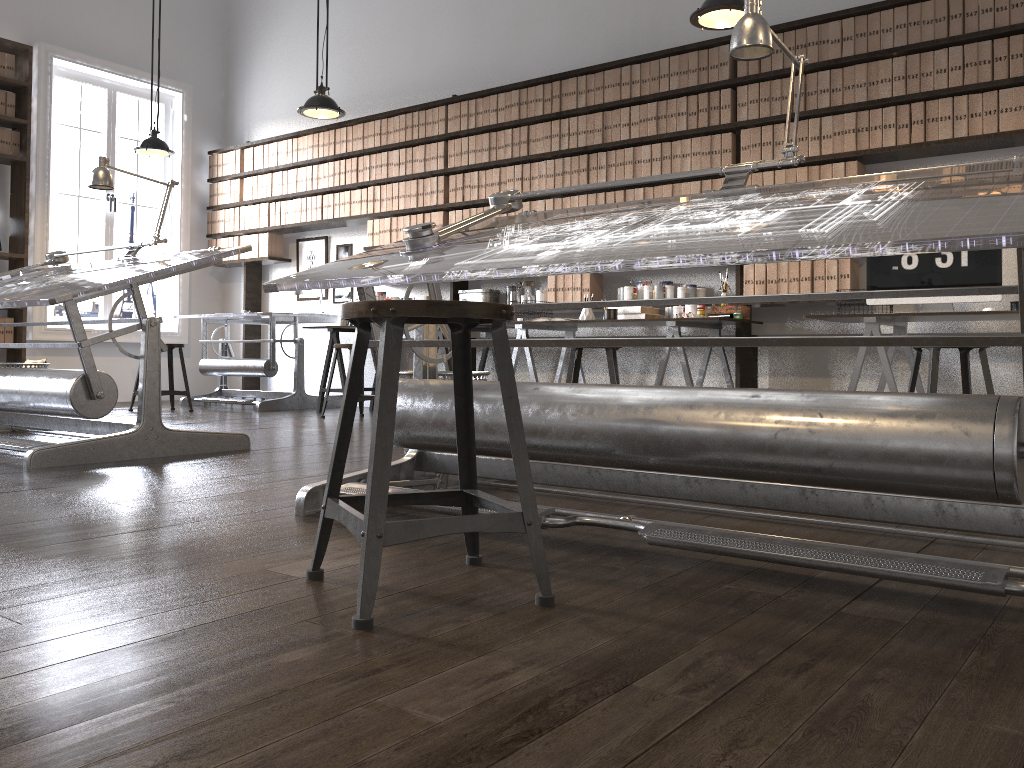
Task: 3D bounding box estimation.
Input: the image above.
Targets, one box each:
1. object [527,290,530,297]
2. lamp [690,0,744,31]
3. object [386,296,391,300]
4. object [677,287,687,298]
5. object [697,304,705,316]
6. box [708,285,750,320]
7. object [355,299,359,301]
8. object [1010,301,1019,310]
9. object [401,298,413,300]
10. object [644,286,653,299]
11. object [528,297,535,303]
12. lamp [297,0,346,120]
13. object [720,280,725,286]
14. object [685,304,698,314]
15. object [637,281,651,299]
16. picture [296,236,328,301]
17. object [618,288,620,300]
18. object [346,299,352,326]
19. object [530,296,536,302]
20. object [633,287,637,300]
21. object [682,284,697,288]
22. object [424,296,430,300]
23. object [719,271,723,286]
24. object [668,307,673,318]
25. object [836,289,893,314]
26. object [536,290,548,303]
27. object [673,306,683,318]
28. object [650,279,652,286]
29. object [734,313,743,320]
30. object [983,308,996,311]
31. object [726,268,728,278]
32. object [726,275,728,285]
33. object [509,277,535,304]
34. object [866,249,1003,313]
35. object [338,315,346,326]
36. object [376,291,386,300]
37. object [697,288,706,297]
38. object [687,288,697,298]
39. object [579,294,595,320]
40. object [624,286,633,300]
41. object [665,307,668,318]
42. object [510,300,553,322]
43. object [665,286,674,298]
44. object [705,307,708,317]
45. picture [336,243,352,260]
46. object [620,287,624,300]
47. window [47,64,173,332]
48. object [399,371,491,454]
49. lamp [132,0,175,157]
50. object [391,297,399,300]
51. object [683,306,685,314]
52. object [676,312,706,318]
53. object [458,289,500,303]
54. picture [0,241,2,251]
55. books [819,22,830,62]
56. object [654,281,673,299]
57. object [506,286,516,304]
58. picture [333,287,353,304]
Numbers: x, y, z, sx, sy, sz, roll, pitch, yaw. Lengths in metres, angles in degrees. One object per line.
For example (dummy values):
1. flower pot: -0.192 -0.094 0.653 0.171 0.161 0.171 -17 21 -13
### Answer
1. object: 0.131 -0.621 6.423 0.041 0.125 0.008 0 -1 25
2. lamp: 0.997 -2.829 4.158 0.312 2.255 0.310 1 -2 -29
3. object: -1.023 -0.656 7.348 0.050 0.140 0.051 0 -1 34
4. object: 1.087 -0.568 5.653 0.062 0.096 0.062 1 -1 -21
5. object: 1.138 -0.432 5.327 0.049 0.112 0.049 0 -1 40
6. box: 1.286 -0.482 5.250 0.212 0.207 0.137 1 0 37
7. object: -1.255 -0.570 7.152 0.069 0.238 0.068 0 -1 34
8. object: 2.543 -0.406 4.427 0.096 0.142 0.091 0 -1 16
9. object: -0.865 -0.642 7.281 0.094 0.128 0.095 1 0 -23
10. object: 0.894 -0.584 5.808 0.062 0.119 0.062 0 -1 5
11. object: 0.187 -0.593 6.449 0.181 0.093 0.062 0 0 -39
12. lamp: -1.237 -2.895 5.822 0.311 2.255 0.312 0 -1 16
13. object: 1.260 -0.543 5.279 0.038 0.153 0.008 1 -1 -4
14. object: 1.108 -0.449 5.398 0.105 0.142 0.104 0 -1 44
15. object: 0.882 -0.604 5.930 0.095 0.162 0.094 0 -1 33
16. picture: -1.832 -1.054 8.120 0.415 0.575 0.040 0 -1 37
17. object: 0.750 -0.591 6.026 0.062 0.119 0.062 1 -1 -12
18. object: -1.297 -0.565 7.094 0.069 0.230 0.068 0 -1 34
19. object: 0.162 -0.598 6.488 0.062 0.093 0.063 1 0 -1
20. object: 0.813 -0.589 5.941 0.045 0.128 0.044 0 -1 37
21. object: 1.162 -0.584 5.799 0.094 0.130 0.095 0 0 24
22. object: -0.694 -0.624 7.084 0.107 0.162 0.236 0 1 2
23. object: 1.257 -0.569 5.291 0.055 0.214 0.007 -1 -2 43
24. object: 1.009 -0.434 5.542 0.063 0.093 0.062 1 0 -12
25. object: 1.937 -0.437 4.862 0.284 0.161 0.203 1 1 29
26. object: 0.221 -0.607 6.376 0.095 0.128 0.094 0 0 43
27. object: 1.027 -0.433 5.474 0.062 0.094 0.062 1 -1 -3
28. object: 0.926 -0.610 5.865 0.029 0.169 0.004 1 -2 -31
29. object: 1.307 -0.391 5.118 0.049 0.037 0.049 1 1 40
30. object: 2.282 -0.350 4.230 0.059 0.028 0.106 1 2 33
31. object: 1.281 -0.577 5.291 0.020 0.228 0.007 1 -2 -22
32. object: 1.270 -0.556 5.278 0.008 0.186 0.071 1 -1 -11
33. object: 0.058 -0.690 6.548 0.181 0.272 0.156 0 -1 21
34. object: 2.190 -0.604 4.604 0.643 0.518 0.204 1 -1 37
35. object: -1.362 -0.504 7.124 0.068 0.104 0.068 0 -1 41
36. object: -1.092 -0.673 7.311 0.106 0.177 0.107 0 -1 38
37. object: 1.216 -0.568 5.700 0.062 0.096 0.062 1 -1 -21
38. object: 1.152 -0.568 5.672 0.062 0.095 0.063 1 -1 -21
39. object: 0.508 -0.504 5.968 0.101 0.209 0.101 1 -1 -8
40. object: 0.776 -0.587 5.891 0.062 0.119 0.062 1 -1 -3
41. object: 1.001 -0.437 5.609 0.062 0.094 0.062 1 -1 -12
42. object: 0.136 -0.487 6.090 0.204 0.161 0.284 1 1 37
43. object: 1.031 -0.582 5.793 0.062 0.119 0.062 0 -1 5
44. object: 1.196 -0.421 5.363 0.060 0.089 0.059 0 -1 41
45. picture: -1.490 -1.102 7.881 0.201 0.285 0.022 0 -1 36
46. object: 0.758 -0.589 5.959 0.063 0.118 0.062 1 -1 -12
47. window: -3.664 -1.620 8.054 0.153 2.312 1.244 -1 -1 37
48. object: -0.255 0.145 3.142 0.353 0.378 0.353 1 0 -32
49. lamp: -2.802 -2.941 6.981 0.311 2.255 0.312 0 -1 16
50. object: -0.965 -0.654 7.308 0.070 0.130 0.070 1 -1 -15
51. object: 1.064 -0.434 5.524 0.045 0.101 0.044 0 -1 37
52. object: 1.062 -0.398 5.196 0.197 0.050 0.132 1 1 7
53. object: -0.250 -0.639 6.764 0.317 0.152 0.193 1 1 36
54. picture: -4.373 -1.280 7.222 0.161 0.365 0.343 0 0 37
55. books: 1.864 -1.982 5.207 0.066 0.226 0.174 0 -1 37
56. object: 0.992 -0.601 5.862 0.094 0.162 0.205 0 0 38
57. object: -0.010 -0.646 6.694 0.079 0.188 0.079 0 -1 16
58. picture: -1.502 -0.808 7.879 0.251 0.184 0.023 1 -1 37
